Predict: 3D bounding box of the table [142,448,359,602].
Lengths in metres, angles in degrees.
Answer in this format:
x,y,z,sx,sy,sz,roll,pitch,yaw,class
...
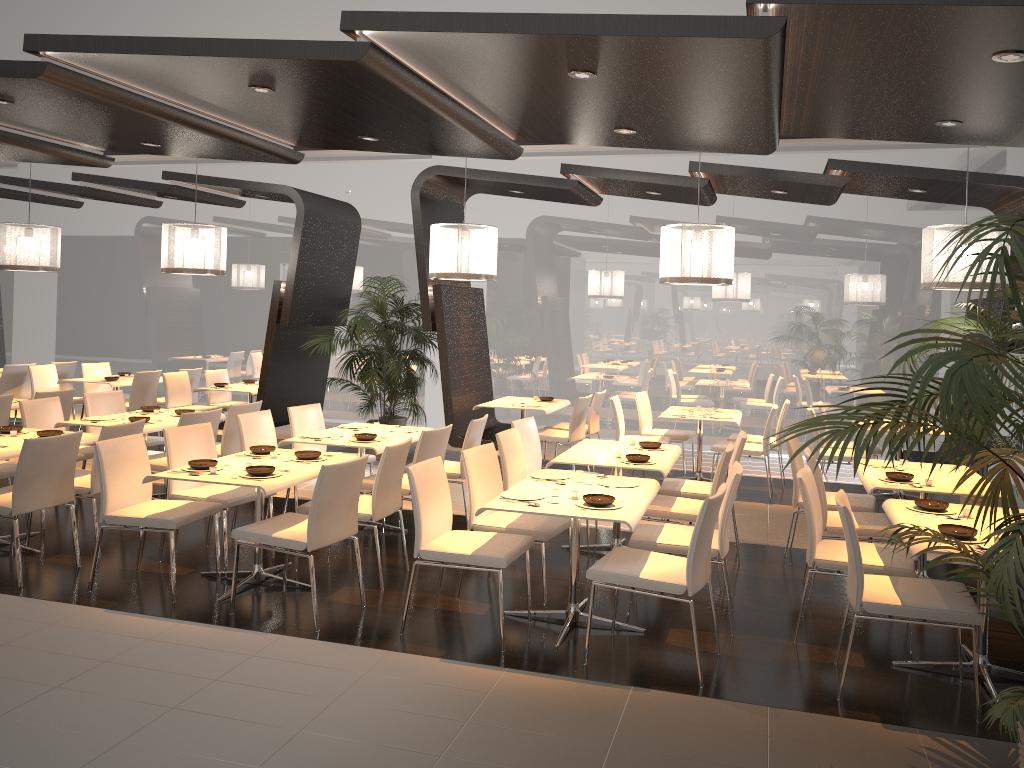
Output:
x,y,z,sx,sy,sz,roll,pitch,yaw,class
-1.550,0.854,5.417,0.801,0.725,1.149,2,3,16,table

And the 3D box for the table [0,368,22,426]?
x,y,z,sx,sy,sz,roll,pitch,yaw,class
-6.758,0.193,11.613,0.801,0.725,1.149,2,3,16,table

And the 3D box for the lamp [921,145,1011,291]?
x,y,z,sx,sy,sz,roll,pitch,yaw,class
3.630,-1.714,7.041,0.626,1.929,0.628,1,1,-42,lamp

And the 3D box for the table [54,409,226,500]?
x,y,z,sx,sy,sz,roll,pitch,yaw,class
-3.097,0.643,7.437,0.801,0.725,1.149,2,3,16,table

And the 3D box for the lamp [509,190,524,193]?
x,y,z,sx,sy,sz,roll,pitch,yaw,class
0.050,-2.112,9.638,0.160,0.054,0.160,3,4,22,lamp

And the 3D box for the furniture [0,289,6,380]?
x,y,z,sx,sy,sz,roll,pitch,yaw,class
-7.169,-0.601,11.708,0.757,1.674,1.403,2,2,16,furniture

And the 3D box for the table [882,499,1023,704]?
x,y,z,sx,sy,sz,roll,pitch,yaw,class
2.287,1.062,4.295,0.801,0.725,1.149,2,3,16,table

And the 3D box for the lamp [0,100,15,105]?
x,y,z,sx,sy,sz,roll,pitch,yaw,class
-3.456,-1.924,5.981,0.160,0.050,0.160,3,5,22,lamp

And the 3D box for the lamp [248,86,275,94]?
x,y,z,sx,sy,sz,roll,pitch,yaw,class
-1.536,-1.820,5.426,0.161,0.050,0.162,3,5,22,lamp

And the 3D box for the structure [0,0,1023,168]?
x,y,z,sx,sy,sz,roll,pitch,yaw,class
-1.297,-1.174,6.122,10.669,1.735,2.906,3,4,16,structure

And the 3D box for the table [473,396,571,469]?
x,y,z,sx,sy,sz,roll,pitch,yaw,class
0.118,0.564,9.622,0.801,0.725,1.149,2,3,16,table

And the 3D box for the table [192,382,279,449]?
x,y,z,sx,sy,sz,roll,pitch,yaw,class
-3.123,0.391,10.541,0.801,0.725,1.149,2,3,16,table

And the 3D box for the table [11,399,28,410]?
x,y,z,sx,sy,sz,roll,pitch,yaw,class
-4.987,0.542,7.976,0.801,0.725,1.149,2,3,16,table

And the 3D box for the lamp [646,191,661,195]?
x,y,z,sx,sy,sz,roll,pitch,yaw,class
1.479,-2.008,9.225,0.161,0.056,0.162,3,4,10,lamp

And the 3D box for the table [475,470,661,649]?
x,y,z,sx,sy,sz,roll,pitch,yaw,class
0.345,0.956,4.868,0.801,0.725,1.149,2,3,16,table

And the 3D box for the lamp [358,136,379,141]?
x,y,z,sx,sy,sz,roll,pitch,yaw,class
-1.117,-1.925,6.876,0.160,0.050,0.161,3,4,10,lamp

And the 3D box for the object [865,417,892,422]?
x,y,z,sx,sy,sz,roll,pitch,yaw,class
3.694,0.348,8.886,0.303,0.044,0.365,3,5,15,object

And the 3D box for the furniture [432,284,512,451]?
x,y,z,sx,sy,sz,roll,pitch,yaw,class
-0.293,-0.230,9.717,0.757,1.674,1.403,2,2,16,furniture

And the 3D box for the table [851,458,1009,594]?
x,y,z,sx,sy,sz,roll,pitch,yaw,class
2.668,0.957,5.737,0.801,0.725,1.149,2,3,16,table

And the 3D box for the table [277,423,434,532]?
x,y,z,sx,sy,sz,roll,pitch,yaw,class
-1.171,0.749,6.861,0.801,0.725,1.149,2,3,16,table

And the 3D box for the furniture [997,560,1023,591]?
x,y,z,sx,sy,sz,roll,pitch,yaw,class
3.180,0.273,4.819,0.757,1.672,2.906,2,3,16,furniture

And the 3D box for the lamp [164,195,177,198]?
x,y,z,sx,sy,sz,roll,pitch,yaw,class
-4.192,-2.314,10.866,0.161,0.056,0.162,3,4,10,lamp

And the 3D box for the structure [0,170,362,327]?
x,y,z,sx,sy,sz,roll,pitch,yaw,class
-4.909,-1.680,11.061,5.937,1.727,1.403,3,2,16,structure

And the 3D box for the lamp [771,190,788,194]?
x,y,z,sx,sy,sz,roll,pitch,yaw,class
2.684,-1.943,8.876,0.161,0.056,0.162,3,4,10,lamp

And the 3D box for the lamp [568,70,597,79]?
x,y,z,sx,sy,sz,roll,pitch,yaw,class
0.388,-1.717,4.868,0.161,0.050,0.162,3,5,22,lamp

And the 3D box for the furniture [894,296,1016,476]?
x,y,z,sx,sy,sz,roll,pitch,yaw,class
4.175,0.011,8.424,0.757,1.674,1.403,2,2,16,furniture

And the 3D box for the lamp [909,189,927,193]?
x,y,z,sx,sy,sz,roll,pitch,yaw,class
3.909,-1.877,8.521,0.161,0.056,0.162,3,4,10,lamp

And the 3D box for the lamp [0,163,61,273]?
x,y,z,sx,sy,sz,roll,pitch,yaw,class
-5.235,-2.192,9.607,0.627,1.929,0.627,2,1,2,lamp

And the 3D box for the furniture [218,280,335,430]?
x,y,z,sx,sy,sz,roll,pitch,yaw,class
-2.702,-0.360,10.414,0.757,1.674,1.403,2,2,16,furniture

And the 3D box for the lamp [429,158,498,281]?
x,y,z,sx,sy,sz,roll,pitch,yaw,class
-0.429,-1.933,8.216,0.627,1.929,0.626,2,1,44,lamp

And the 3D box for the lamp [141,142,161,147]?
x,y,z,sx,sy,sz,roll,pitch,yaw,class
-3.036,-2.029,7.432,0.160,0.050,0.161,3,4,10,lamp

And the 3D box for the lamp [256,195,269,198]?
x,y,z,sx,sy,sz,roll,pitch,yaw,class
-2.967,-2.248,10.512,0.161,0.056,0.162,3,4,10,lamp

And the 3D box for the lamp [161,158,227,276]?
x,y,z,sx,sy,sz,roll,pitch,yaw,class
-3.221,-2.083,9.024,0.626,1.929,0.627,2,1,-12,lamp

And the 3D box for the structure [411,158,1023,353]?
x,y,z,sx,sy,sz,roll,pitch,yaw,class
1.967,-1.309,9.071,5.937,1.727,1.403,3,2,16,structure

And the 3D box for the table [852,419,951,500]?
x,y,z,sx,sy,sz,roll,pitch,yaw,class
3.753,0.762,8.551,0.801,0.725,1.149,2,3,16,table

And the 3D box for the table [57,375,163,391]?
x,y,z,sx,sy,sz,roll,pitch,yaw,class
-4.947,0.292,11.077,0.801,0.725,1.149,2,3,16,table

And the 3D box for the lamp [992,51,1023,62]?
x,y,z,sx,sy,sz,roll,pitch,yaw,class
2.415,-1.599,4.282,0.161,0.050,0.162,3,5,22,lamp

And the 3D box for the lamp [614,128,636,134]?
x,y,z,sx,sy,sz,roll,pitch,yaw,class
0.808,-1.821,6.319,0.161,0.050,0.162,3,5,22,lamp

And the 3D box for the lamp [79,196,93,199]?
x,y,z,sx,sy,sz,roll,pitch,yaw,class
-5.398,-2.379,11.215,0.161,0.056,0.162,3,4,10,lamp

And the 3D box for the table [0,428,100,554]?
x,y,z,sx,sy,sz,roll,pitch,yaw,class
-3.508,0.748,5.988,0.801,0.725,1.149,2,3,16,table

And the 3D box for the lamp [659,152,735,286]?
x,y,z,sx,sy,sz,roll,pitch,yaw,class
1.616,-1.822,7.624,0.627,1.929,0.626,2,1,44,lamp

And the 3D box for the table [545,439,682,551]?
x,y,z,sx,sy,sz,roll,pitch,yaw,class
0.874,0.859,6.272,1.054,0.725,1.149,3,3,16,table

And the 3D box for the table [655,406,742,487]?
x,y,z,sx,sy,sz,roll,pitch,yaw,class
1.929,0.663,9.086,0.801,0.725,1.149,2,3,16,table

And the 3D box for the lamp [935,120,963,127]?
x,y,z,sx,sy,sz,roll,pitch,yaw,class
2.834,-1.703,5.732,0.161,0.050,0.162,3,5,22,lamp
